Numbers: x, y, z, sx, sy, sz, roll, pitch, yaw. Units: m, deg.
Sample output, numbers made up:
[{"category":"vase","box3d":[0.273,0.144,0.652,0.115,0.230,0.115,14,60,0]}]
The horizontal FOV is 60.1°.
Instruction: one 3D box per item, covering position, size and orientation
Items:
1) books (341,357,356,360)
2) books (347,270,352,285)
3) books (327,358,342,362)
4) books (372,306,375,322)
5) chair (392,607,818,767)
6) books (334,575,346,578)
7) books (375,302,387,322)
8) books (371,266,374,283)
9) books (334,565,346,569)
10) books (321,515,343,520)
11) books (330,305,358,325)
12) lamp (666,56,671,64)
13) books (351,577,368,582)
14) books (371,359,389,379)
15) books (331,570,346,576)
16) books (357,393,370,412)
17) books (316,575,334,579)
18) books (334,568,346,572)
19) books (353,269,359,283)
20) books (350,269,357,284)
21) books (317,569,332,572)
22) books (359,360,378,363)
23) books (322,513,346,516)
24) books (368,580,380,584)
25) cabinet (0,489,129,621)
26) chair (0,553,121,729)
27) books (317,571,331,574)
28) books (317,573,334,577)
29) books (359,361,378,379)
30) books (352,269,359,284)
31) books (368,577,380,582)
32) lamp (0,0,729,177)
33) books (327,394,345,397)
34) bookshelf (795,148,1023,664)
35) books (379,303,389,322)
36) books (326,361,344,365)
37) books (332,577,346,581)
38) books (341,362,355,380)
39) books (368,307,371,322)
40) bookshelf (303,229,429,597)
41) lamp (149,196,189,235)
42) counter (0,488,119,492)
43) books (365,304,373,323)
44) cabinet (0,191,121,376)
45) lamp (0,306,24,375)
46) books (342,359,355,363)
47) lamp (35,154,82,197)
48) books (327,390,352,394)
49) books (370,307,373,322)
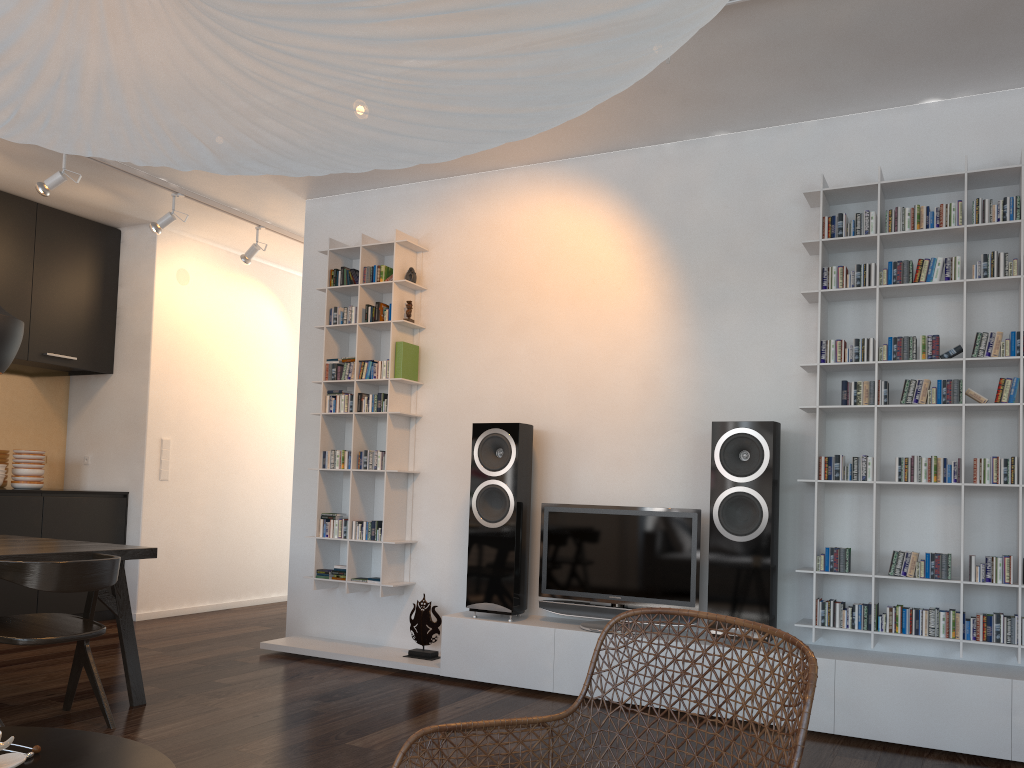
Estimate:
[{"category":"books","box3d":[-0.922,-0.145,5.159,0.112,0.014,0.093,-2,-8,27]},{"category":"books","box3d":[-0.941,-0.616,5.187,0.028,0.093,0.070,0,-5,28]},{"category":"books","box3d":[-1.035,-0.137,5.214,0.093,0.013,0.070,-2,-8,33]},{"category":"books","box3d":[-0.776,-0.394,5.085,0.020,0.092,0.070,0,-5,28]},{"category":"chair","box3d":[0.177,0.837,1.783,0.687,0.706,0.720,5,-6,-30]},{"category":"books","box3d":[-0.968,1.105,5.086,0.092,0.013,0.070,-2,-8,27]},{"category":"books","box3d":[-0.754,-0.406,5.076,0.029,0.115,0.074,0,-4,28]},{"category":"books","box3d":[-0.792,-0.621,5.124,0.012,0.107,0.069,1,-4,28]},{"category":"books","box3d":[-0.965,1.054,5.090,0.092,0.013,0.070,-2,-8,27]},{"category":"books","box3d":[-1.053,0.781,5.172,0.107,0.023,0.069,-2,-7,27]},{"category":"books","box3d":[-0.957,-0.395,5.212,0.222,0.112,0.109,-1,-6,27]},{"category":"lamp","box3d":[0.536,-1.244,3.185,0.085,0.238,0.252,1,-5,13]},{"category":"books","box3d":[-0.848,1.121,5.062,0.111,0.012,0.093,-2,-8,27]},{"category":"books","box3d":[-0.721,-0.077,5.064,0.136,0.112,0.123,-1,-6,27]},{"category":"books","box3d":[-0.974,1.087,5.089,0.107,0.023,0.069,-2,-7,27]},{"category":"books","box3d":[-0.860,0.113,5.114,0.029,0.115,0.074,0,-4,28]},{"category":"books","box3d":[-1.078,1.122,5.142,0.098,0.015,0.075,-2,-8,27]},{"category":"books","box3d":[-0.966,1.068,5.088,0.092,0.013,0.070,-2,-8,27]},{"category":"books","box3d":[-0.888,-0.620,5.160,0.057,0.098,0.069,0,-5,28]},{"category":"books","box3d":[-0.904,-0.619,5.168,0.057,0.098,0.069,0,-5,28]},{"category":"books","box3d":[-1.073,1.085,5.143,0.107,0.009,0.069,-2,-8,27]},{"category":"books","box3d":[-0.819,-0.129,5.100,0.107,0.008,0.069,-2,-8,27]},{"category":"books","box3d":[-1.043,0.766,5.188,0.111,0.012,0.093,-2,-8,27]},{"category":"books","box3d":[-0.756,1.116,4.989,0.092,0.013,0.070,-2,-8,27]},{"category":"cabinet","box3d":[-4.195,0.901,4.128,0.732,0.895,5.093,0,-7,27]},{"category":"chair","box3d":[-1.814,0.997,3.393,0.519,0.668,0.596,0,-5,26]},{"category":"books","box3d":[-1.078,1.095,5.144,0.092,0.015,0.070,-2,-8,27]},{"category":"books","box3d":[-1.077,1.108,5.144,0.092,0.014,0.070,-2,-8,27]},{"category":"books","box3d":[-0.823,-0.072,5.105,0.088,0.107,0.096,0,-5,28]},{"category":"books","box3d":[-0.896,-0.619,5.164,0.057,0.098,0.069,0,-5,28]},{"category":"books","box3d":[-0.754,1.102,4.985,0.093,0.013,0.070,-2,-8,33]},{"category":"lamp","box3d":[-0.434,-0.474,0.927,1.472,0.209,1.476,5,-8,-26]},{"category":"books","box3d":[-1.018,0.068,5.226,0.111,0.012,0.093,-2,-8,27]},{"category":"bookshelf","box3d":[2.252,0.082,3.552,2.085,2.065,0.228,-1,-4,28]},{"category":"books","box3d":[-0.732,-0.403,5.066,0.016,0.107,0.069,1,-4,28]},{"category":"books","box3d":[-1.037,-0.123,5.218,0.092,0.013,0.070,-2,-8,27]},{"category":"books","box3d":[-0.973,1.120,5.091,0.107,0.016,0.069,-2,-8,27]},{"category":"books","box3d":[-0.925,-0.069,5.162,0.114,0.107,0.096,-1,-5,28]},{"category":"books","box3d":[-0.802,-0.393,5.101,0.014,0.092,0.070,1,-5,28]},{"category":"bookshelf","box3d":[-0.854,0.173,5.168,0.639,2.065,0.228,0,-3,28]},{"category":"lamp","box3d":[-2.131,-1.049,5.518,0.250,0.239,0.085,2,-3,4]},{"category":"counter","box3d":[-4.180,0.454,4.149,0.732,0.002,5.091,-2,-8,27]},{"category":"books","box3d":[-0.820,-0.400,5.106,0.023,0.107,0.069,0,-4,28]},{"category":"cabinet","box3d":[-3.503,-0.711,5.630,0.531,1.044,1.967,0,-6,27]},{"category":"lamp","box3d":[-2.297,-0.326,3.745,0.411,0.538,0.412,3,-4,-15]},{"category":"books","box3d":[-0.927,-0.132,5.150,0.107,0.017,0.069,-2,-8,27]},{"category":"lamp","box3d":[-2.476,-1.143,4.851,0.250,0.239,0.085,2,-3,-1]},{"category":"books","box3d":[-1.018,0.053,5.231,0.111,0.022,0.096,-2,-8,27]},{"category":"books","box3d":[-0.790,-0.393,5.094,0.014,0.092,0.070,1,-5,28]}]
